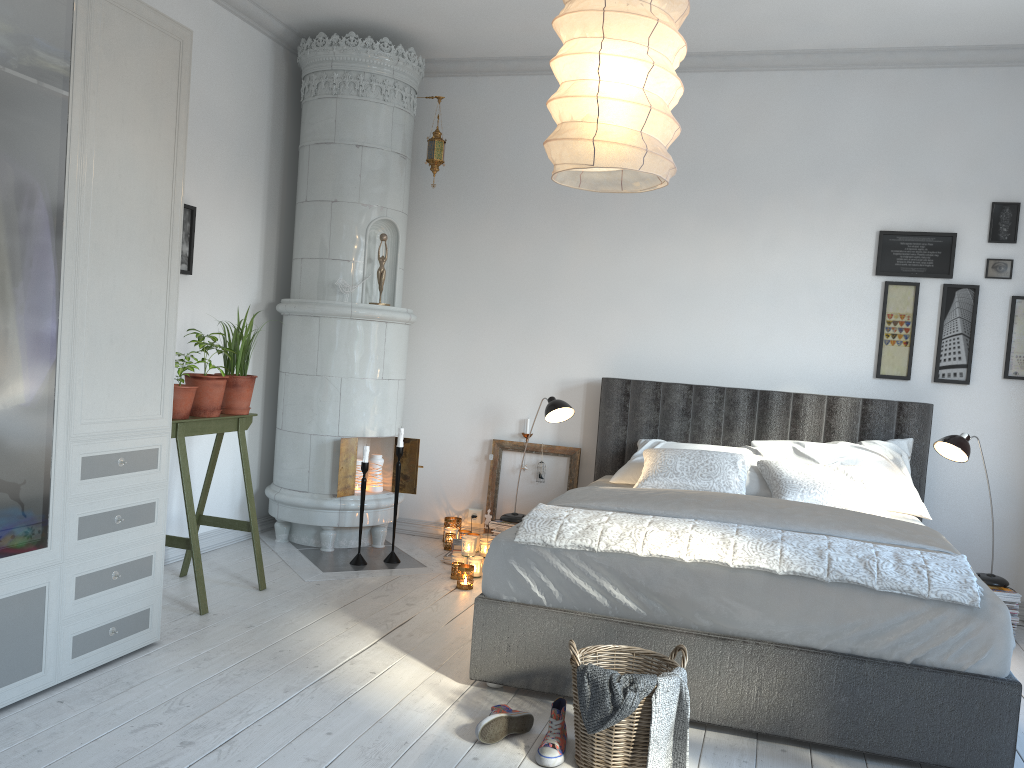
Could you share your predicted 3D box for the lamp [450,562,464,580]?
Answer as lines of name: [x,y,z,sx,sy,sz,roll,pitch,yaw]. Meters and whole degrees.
lamp: [-0.273,0.933,4.420,0.070,0.079,0.067,3,3,-32]

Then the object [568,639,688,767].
object: [0.314,0.907,2.512,0.319,0.351,0.319,2,3,-42]

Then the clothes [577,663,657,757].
clothes: [0.297,0.904,2.457,0.245,0.270,0.297,5,3,17]

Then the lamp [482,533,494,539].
lamp: [-0.136,0.911,5.071,0.081,0.099,0.080,3,3,-27]

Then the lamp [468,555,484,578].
lamp: [-0.187,0.927,4.495,0.081,0.099,0.080,2,3,-39]

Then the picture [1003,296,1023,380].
picture: [2.661,-0.219,4.394,0.364,0.415,0.021,5,3,16]

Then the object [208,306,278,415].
object: [-1.213,-0.112,3.984,0.333,0.499,0.300,4,3,0]

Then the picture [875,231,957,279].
picture: [2.074,-0.665,4.556,0.365,0.232,0.020,5,3,16]

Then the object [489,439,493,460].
object: [-0.118,0.384,5.215,0.024,0.127,0.023,4,3,0]

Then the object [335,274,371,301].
object: [-0.845,-0.513,4.711,0.196,0.165,0.059,3,3,-29]

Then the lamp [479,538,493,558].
lamp: [-0.145,0.915,4.939,0.081,0.099,0.080,4,3,-12]

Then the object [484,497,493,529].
object: [-0.125,0.738,5.196,0.062,0.221,0.028,5,3,11]

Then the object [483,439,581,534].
object: [0.112,0.660,5.144,0.528,0.631,0.082,5,3,16]

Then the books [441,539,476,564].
books: [-0.269,0.912,4.808,0.175,0.096,0.262,5,2,11]

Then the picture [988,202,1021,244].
picture: [2.464,-0.807,4.438,0.128,0.202,0.011,5,3,16]

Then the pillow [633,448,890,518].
pillow: [1.145,0.450,4.130,1.146,0.226,0.415,5,2,9]

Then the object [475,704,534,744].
object: [-0.052,1.008,2.667,0.222,0.084,0.120,2,3,-45]

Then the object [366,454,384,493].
object: [-0.763,0.498,4.951,0.098,0.210,0.098,5,3,15]

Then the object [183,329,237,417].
object: [-1.284,-0.046,3.790,0.234,0.370,0.258,6,3,28]

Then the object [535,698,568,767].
object: [0.127,1.008,2.566,0.083,0.122,0.222,5,2,16]

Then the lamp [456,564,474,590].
lamp: [-0.224,0.928,4.264,0.081,0.106,0.081,4,3,-7]

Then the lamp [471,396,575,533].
lamp: [0.003,0.510,4.839,0.825,0.937,0.450,6,3,34]

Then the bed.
bed: [0.983,0.563,3.734,1.887,1.047,2.175,5,2,17]

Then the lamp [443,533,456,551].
lamp: [-0.357,0.899,5.051,0.073,0.091,0.063,2,3,-41]

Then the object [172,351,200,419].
object: [-1.363,0.002,3.604,0.177,0.278,0.194,3,3,-17]

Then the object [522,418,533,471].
object: [0.084,0.354,5.169,0.067,0.320,0.067,3,3,-25]

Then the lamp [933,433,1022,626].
lamp: [2.283,0.704,4.166,0.800,0.937,0.450,4,3,-1]

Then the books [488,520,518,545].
books: [0.070,0.867,4.837,0.346,0.232,0.245,5,3,25]

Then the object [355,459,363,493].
object: [-0.857,0.508,4.885,0.093,0.180,0.093,5,3,21]

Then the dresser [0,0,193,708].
dresser: [-1.683,-0.170,2.547,0.630,2.165,1.431,5,3,17]

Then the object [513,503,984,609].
object: [0.736,0.534,2.927,1.459,0.104,0.405,5,2,16]

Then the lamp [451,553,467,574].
lamp: [-0.271,0.920,4.526,0.081,0.099,0.080,2,3,-39]

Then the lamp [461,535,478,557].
lamp: [-0.219,0.825,4.507,0.081,0.099,0.080,3,3,-30]

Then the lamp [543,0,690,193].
lamp: [0.285,-1.122,2.186,0.340,1.232,0.338,2,4,-42]

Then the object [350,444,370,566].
object: [-0.768,0.617,4.554,0.091,0.623,0.091,4,3,-5]

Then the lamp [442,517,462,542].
lamp: [-0.354,0.867,5.264,0.108,0.141,0.107,4,3,-11]

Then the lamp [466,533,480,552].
lamp: [-0.223,0.905,5.052,0.081,0.099,0.080,4,3,-12]

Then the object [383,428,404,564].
object: [-0.605,0.578,4.650,0.091,0.719,0.091,6,3,26]

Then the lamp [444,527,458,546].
lamp: [-0.356,0.891,5.166,0.081,0.099,0.080,4,3,-12]

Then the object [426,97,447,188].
object: [-0.424,-1.350,4.974,0.117,0.506,0.105,4,3,-10]

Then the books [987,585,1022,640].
books: [2.212,1.050,4.201,0.245,0.232,0.346,5,2,8]

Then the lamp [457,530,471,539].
lamp: [-0.278,0.899,5.121,0.081,0.099,0.080,4,3,-12]

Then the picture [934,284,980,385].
picture: [2.262,-0.254,4.512,0.165,0.505,0.020,5,3,16]

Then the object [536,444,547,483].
object: [0.175,0.456,5.129,0.062,0.228,0.063,7,4,40]

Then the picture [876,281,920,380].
picture: [1.997,-0.276,4.591,0.165,0.505,0.020,5,3,16]

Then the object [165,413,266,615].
object: [-1.352,0.522,3.823,0.431,0.775,0.671,5,3,17]

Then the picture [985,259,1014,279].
picture: [2.446,-0.578,4.450,0.119,0.098,0.010,5,3,16]

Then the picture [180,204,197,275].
picture: [-1.618,-0.693,4.115,0.037,0.329,0.414,5,3,17]

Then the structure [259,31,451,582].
structure: [-0.817,-0.424,4.837,0.801,2.838,1.246,3,3,-28]

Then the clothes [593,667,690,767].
clothes: [0.335,0.920,2.484,0.235,0.289,0.283,3,3,-34]
